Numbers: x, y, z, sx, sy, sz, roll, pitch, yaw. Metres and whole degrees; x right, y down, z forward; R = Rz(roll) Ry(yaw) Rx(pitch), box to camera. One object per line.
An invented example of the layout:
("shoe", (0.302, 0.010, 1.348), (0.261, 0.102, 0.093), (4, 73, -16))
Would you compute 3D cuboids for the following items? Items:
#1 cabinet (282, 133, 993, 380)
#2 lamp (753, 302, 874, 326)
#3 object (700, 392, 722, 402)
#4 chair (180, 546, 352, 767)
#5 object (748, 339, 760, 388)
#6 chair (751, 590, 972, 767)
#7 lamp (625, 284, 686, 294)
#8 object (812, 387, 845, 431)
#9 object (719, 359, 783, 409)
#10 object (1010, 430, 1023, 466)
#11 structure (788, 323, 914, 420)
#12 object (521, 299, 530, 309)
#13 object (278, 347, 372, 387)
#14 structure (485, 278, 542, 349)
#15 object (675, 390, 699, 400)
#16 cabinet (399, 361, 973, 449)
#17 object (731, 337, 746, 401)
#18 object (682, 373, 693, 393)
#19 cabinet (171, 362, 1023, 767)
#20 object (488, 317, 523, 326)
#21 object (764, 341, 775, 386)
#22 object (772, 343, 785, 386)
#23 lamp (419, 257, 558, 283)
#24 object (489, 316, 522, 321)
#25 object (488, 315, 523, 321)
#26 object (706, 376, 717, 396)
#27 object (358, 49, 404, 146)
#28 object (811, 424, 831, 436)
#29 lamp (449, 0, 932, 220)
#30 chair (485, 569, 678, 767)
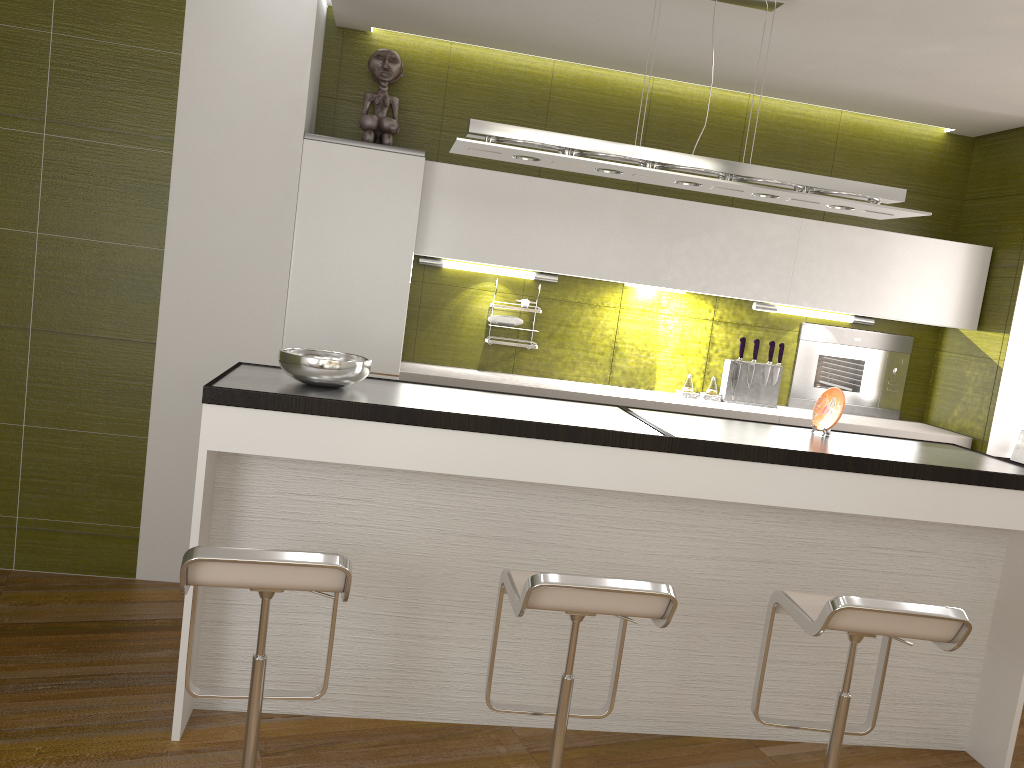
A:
("cabinet", (0.604, 0.072, 4.629), (3.471, 2.089, 0.724), (7, 7, -9))
("lamp", (1.628, -0.376, 4.776), (0.716, 0.041, 0.095), (7, 7, -9))
("object", (1.052, 0.070, 4.693), (0.107, 0.032, 0.107), (8, 7, 3))
("chair", (-0.677, 0.789, 2.361), (0.418, 0.857, 0.460), (6, 7, -14))
("object", (1.261, -0.107, 4.653), (0.042, 0.264, 0.013), (7, 7, -9))
("chair", (0.984, 0.981, 2.628), (0.418, 0.857, 0.460), (7, 7, -4))
("lamp", (0.756, -0.501, 4.678), (0.334, 0.008, 0.008), (7, 7, -9))
("object", (1.245, 0.099, 3.490), (0.055, 0.178, 0.184), (6, 7, -13))
("object", (1.267, -0.001, 4.710), (0.293, 0.227, 0.107), (7, 7, -9))
("object", (2.448, 0.309, 4.223), (0.057, 0.169, 0.106), (6, 7, -14))
("structure", (1.870, -0.064, 4.889), (0.663, 0.469, 0.015), (7, 7, -9))
("object", (0.066, -0.412, 4.548), (0.046, 0.053, 0.051), (10, 7, 22))
("object", (-0.641, -0.050, 3.031), (0.311, 0.105, 0.311), (8, 7, 4))
("structure", (0.016, -0.356, 4.538), (0.266, 0.346, 0.110), (7, 7, -9))
("object", (0.918, 0.056, 4.660), (0.107, 0.032, 0.107), (7, 7, -8))
("cabinet", (0.816, 0.613, 4.607), (2.940, 1.086, 0.465), (7, 7, -9))
("object", (1.178, -0.079, 4.645), (0.046, 0.339, 0.013), (7, 7, -9))
("object", (0.926, 0.002, 4.653), (0.059, 0.121, 0.059), (13, 8, 37))
("cabinet", (0.400, 0.687, 3.274), (2.947, 1.134, 0.663), (7, 7, -9))
("object", (-0.033, -0.319, 4.501), (0.181, 0.052, 0.173), (7, 7, -9))
("object", (1.349, -0.108, 4.666), (0.036, 0.243, 0.013), (7, 7, -9))
("object", (1.399, -0.103, 4.674), (0.040, 0.231, 0.013), (7, 7, -9))
("lamp", (-0.117, -0.582, 4.527), (0.715, 0.041, 0.041), (7, 7, -9))
("object", (-0.033, -0.322, 4.502), (0.181, 0.052, 0.173), (7, 7, -9))
("object", (-0.033, -0.325, 4.502), (0.181, 0.052, 0.173), (7, 7, -9))
("object", (1.060, 0.016, 4.687), (0.059, 0.121, 0.059), (2, 9, -42))
("object", (-0.615, -1.348, 4.191), (0.195, 0.488, 0.304), (6, 7, -11))
("object", (1.240, 0.136, 3.493), (0.072, 0.131, 0.088), (6, 7, -14))
("lamp", (0.666, -1.041, 3.091), (1.677, 0.683, 0.326), (7, 7, -9))
("chair", (0.153, 0.885, 2.494), (0.418, 0.857, 0.460), (7, 7, -9))
